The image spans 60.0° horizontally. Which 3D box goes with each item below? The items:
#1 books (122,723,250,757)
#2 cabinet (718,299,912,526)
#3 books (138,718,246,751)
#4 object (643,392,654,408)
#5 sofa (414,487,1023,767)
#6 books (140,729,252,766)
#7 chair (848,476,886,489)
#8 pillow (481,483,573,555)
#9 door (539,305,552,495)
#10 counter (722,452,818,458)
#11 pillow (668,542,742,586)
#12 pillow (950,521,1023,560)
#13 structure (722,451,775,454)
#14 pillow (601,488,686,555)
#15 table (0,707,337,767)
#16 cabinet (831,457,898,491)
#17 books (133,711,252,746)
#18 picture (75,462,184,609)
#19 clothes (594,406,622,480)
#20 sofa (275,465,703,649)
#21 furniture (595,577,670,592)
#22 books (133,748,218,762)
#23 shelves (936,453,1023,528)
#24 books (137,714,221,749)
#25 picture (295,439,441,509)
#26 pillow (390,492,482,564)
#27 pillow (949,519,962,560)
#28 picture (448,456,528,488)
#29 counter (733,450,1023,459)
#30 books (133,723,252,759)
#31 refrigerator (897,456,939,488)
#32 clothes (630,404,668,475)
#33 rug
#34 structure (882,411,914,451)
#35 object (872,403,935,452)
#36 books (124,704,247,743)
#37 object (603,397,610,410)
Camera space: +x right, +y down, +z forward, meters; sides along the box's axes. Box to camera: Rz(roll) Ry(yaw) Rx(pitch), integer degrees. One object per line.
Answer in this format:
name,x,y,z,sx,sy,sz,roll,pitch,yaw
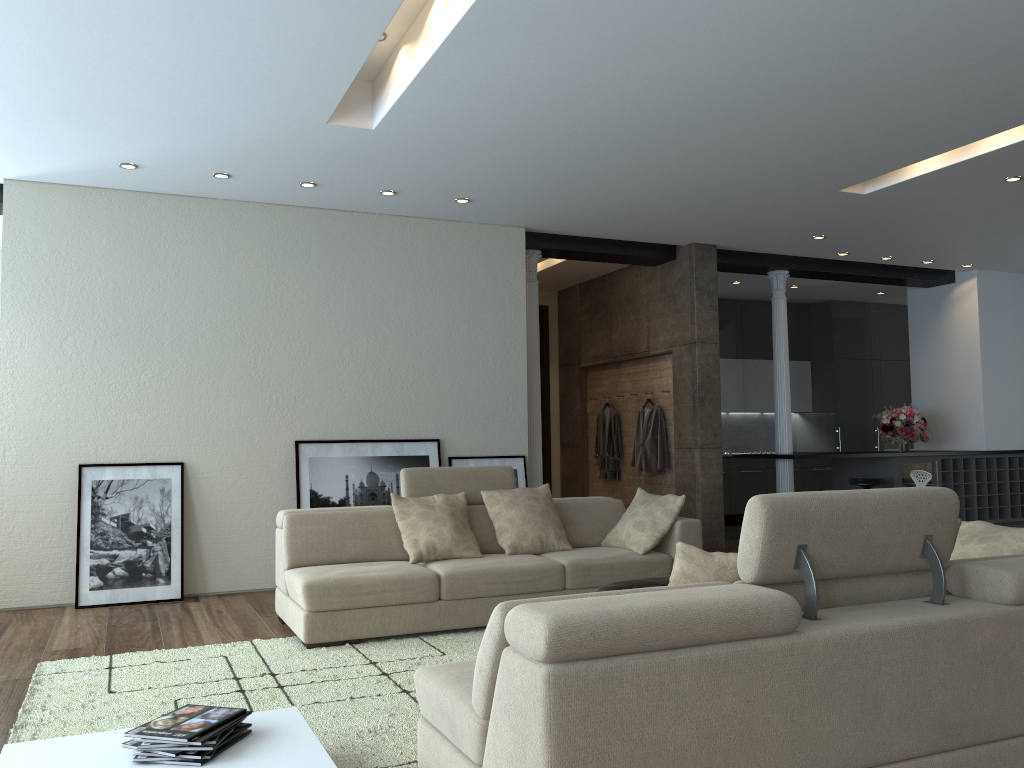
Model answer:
books,-0.996,1.078,2.724,0.220,0.010,0.300,-3,-4,26
cabinet,4.349,0.364,12.452,7.409,2.980,0.827,1,-4,-24
books,-0.972,1.068,2.720,0.220,0.010,0.300,-1,-4,1
object,1.438,0.196,9.308,0.010,0.219,0.430,1,-4,-24
sofa,1.048,0.817,2.992,2.581,0.950,1.021,1,-4,-24
books,-0.971,1.106,2.717,0.220,0.010,0.300,-1,-4,11
chair,4.290,1.213,5.862,16.134,0.952,21.556,1,-4,-24
pillow,0.094,0.884,5.808,0.534,0.439,0.301,1,-4,-27
door,-0.040,0.417,10.963,1.037,2.814,0.246,1,-4,-24
counter,2.608,1.038,11.653,3.597,0.223,0.807,1,-4,-24
pillow,0.707,0.693,2.851,0.519,0.416,0.368,1,-4,-19
pillow,1.886,0.739,3.611,0.395,0.393,0.518,1,-4,-20
structure,3.176,0.934,11.863,0.900,0.066,0.520,1,-4,-24
pillow,0.886,0.901,5.894,0.395,0.393,0.518,1,-4,-27
table,-0.988,1.184,2.525,0.900,0.170,0.900,1,-4,-24
cabinet,4.185,1.255,9.978,0.642,0.897,0.900,1,-4,-24
books,-0.972,1.048,2.721,0.220,0.010,0.300,-1,-4,11
picture,-2.711,1.062,6.319,0.700,0.988,0.195,1,-4,-24
clothes,1.075,0.668,10.110,0.141,0.855,0.569,1,-4,-23
sofa,-0.132,1.008,5.686,2.581,0.950,1.021,1,-4,-24
furniture,0.930,1.188,4.377,1.057,0.355,1.057,1,-4,-22
books,-0.996,1.098,2.723,0.220,0.010,0.300,-1,-4,-4
shelves,5.258,1.272,10.447,1.700,0.897,0.900,1,-4,-24
books,-0.996,1.059,2.725,0.220,0.010,0.300,0,-4,-9
picture,-1.099,1.012,7.013,1.183,1.140,0.225,1,-4,-24
pillow,-0.473,0.884,5.546,0.519,0.416,0.368,1,-4,-28
pillow,1.285,0.691,3.090,0.534,0.439,0.301,1,-4,-20
picture,-0.168,1.101,7.429,0.700,0.988,0.195,1,-4,-24
counter,4.336,0.791,10.077,3.700,0.040,1.000,1,-4,-24
books,-0.971,1.087,2.719,0.220,0.010,0.300,-1,-4,11
refrigerator,4.384,1.168,9.598,0.578,0.774,0.075,1,-4,-20
clothes,1.425,0.584,9.287,0.173,0.735,0.700,1,-4,-25
rug,0.133,1.360,3.991,4.231,0.020,2.972,1,-4,-24
structure,5.356,0.701,12.749,0.595,0.596,0.591,1,-4,-24
object,4.428,0.492,10.030,0.544,0.552,0.570,0,-4,-17
books,-0.997,1.040,2.727,0.220,0.010,0.300,-2,-4,16
object,1.087,0.255,10.137,0.010,0.219,0.430,1,-4,-24
